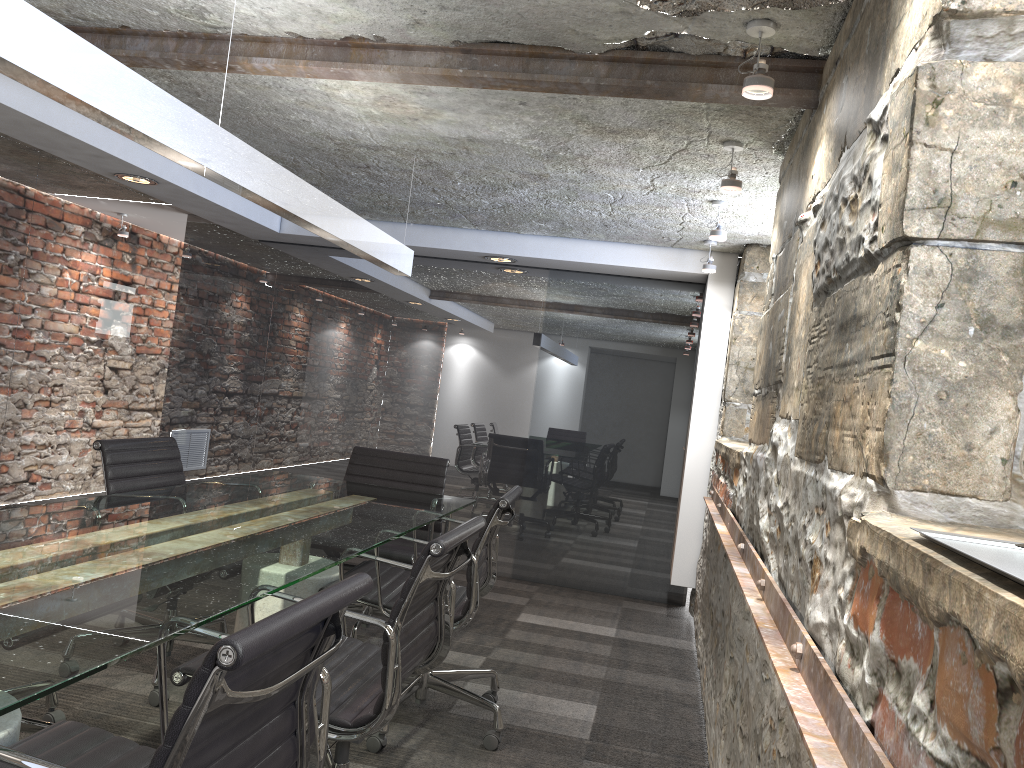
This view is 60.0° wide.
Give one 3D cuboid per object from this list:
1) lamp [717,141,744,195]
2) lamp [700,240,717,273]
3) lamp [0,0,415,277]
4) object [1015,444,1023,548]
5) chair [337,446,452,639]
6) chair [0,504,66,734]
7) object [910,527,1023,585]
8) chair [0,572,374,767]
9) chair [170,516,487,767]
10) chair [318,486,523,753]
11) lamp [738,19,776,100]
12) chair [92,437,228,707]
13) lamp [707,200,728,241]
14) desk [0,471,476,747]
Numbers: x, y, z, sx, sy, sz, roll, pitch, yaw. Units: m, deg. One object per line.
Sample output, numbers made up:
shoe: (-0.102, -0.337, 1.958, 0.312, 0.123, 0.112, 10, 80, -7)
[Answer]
lamp: (0.782, -0.766, 3.150, 0.077, 0.165, 0.098, 6, -1, 43)
lamp: (1.096, -0.704, 4.915, 0.077, 0.165, 0.098, 6, -1, 43)
lamp: (-0.718, -0.786, 2.318, 0.073, 0.524, 3.159, 7, -1, 10)
object: (0.552, 0.102, 0.809, 0.108, 0.131, 0.218, 7, -1, 9)
chair: (-0.620, 0.731, 3.942, 0.693, 0.837, 0.667, 7, -1, 0)
chair: (-1.402, 0.612, 2.360, 0.667, 0.837, 0.693, 7, -1, 0)
object: (0.540, 0.168, 0.704, 0.310, 0.007, 0.457, 7, -1, 10)
chair: (-0.615, 0.697, 1.339, 0.667, 0.837, 0.693, 7, -1, 2)
chair: (-0.444, 0.730, 2.201, 0.667, 0.837, 0.693, 7, -1, 1)
chair: (-0.324, 0.757, 3.129, 0.667, 0.837, 0.693, 7, -1, -3)
lamp: (0.612, -0.800, 2.196, 0.077, 0.165, 0.098, 6, -1, 43)
chair: (-1.191, 0.651, 3.277, 0.667, 0.837, 0.693, 7, -1, 1)
lamp: (0.934, -0.736, 4.009, 0.077, 0.165, 0.098, 6, -1, 43)
desk: (-0.913, 0.737, 2.297, 0.909, 0.711, 3.154, 7, -1, 10)
